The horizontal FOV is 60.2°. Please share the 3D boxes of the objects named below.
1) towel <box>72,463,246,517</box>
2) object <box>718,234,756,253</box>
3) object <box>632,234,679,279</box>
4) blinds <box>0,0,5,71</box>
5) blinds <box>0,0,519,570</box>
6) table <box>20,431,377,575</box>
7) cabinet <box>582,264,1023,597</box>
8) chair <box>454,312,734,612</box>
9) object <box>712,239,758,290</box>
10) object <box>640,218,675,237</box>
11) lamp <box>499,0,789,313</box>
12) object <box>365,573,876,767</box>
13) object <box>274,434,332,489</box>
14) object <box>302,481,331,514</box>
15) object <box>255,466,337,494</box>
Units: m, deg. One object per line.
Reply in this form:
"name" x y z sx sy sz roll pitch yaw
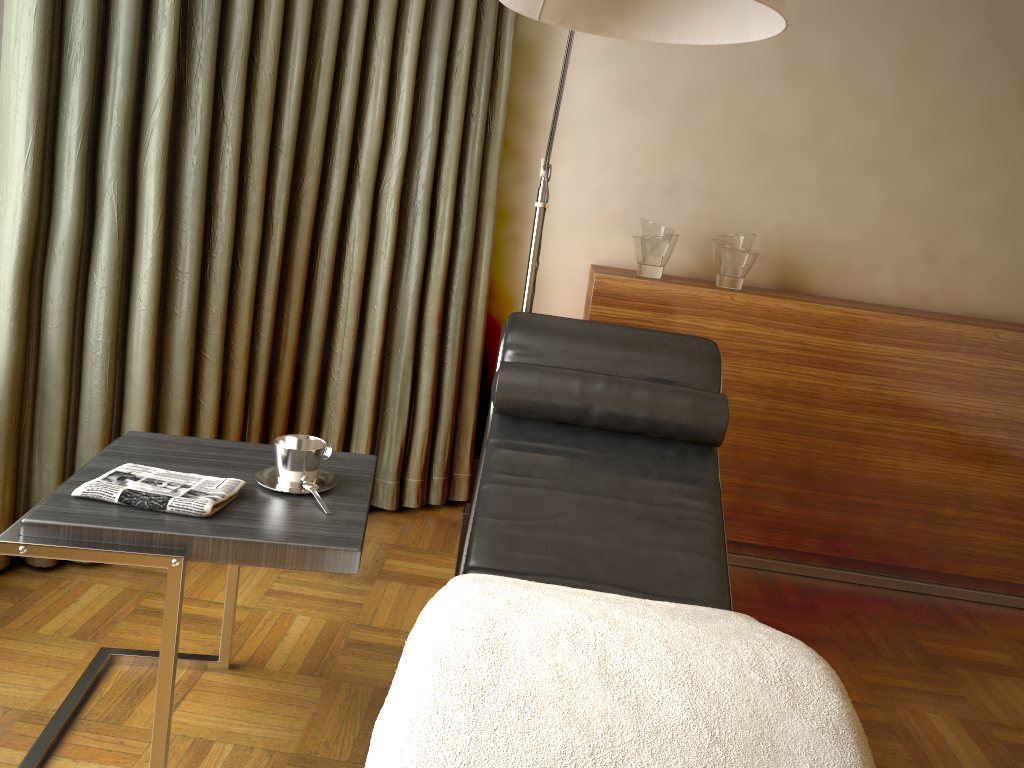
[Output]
"towel" -0.599 0.179 1.526 0.241 0.035 0.181 9 12 6
"object" 0.744 -0.437 2.957 0.122 0.148 0.124 5 10 -18
"object" 0.473 -0.438 2.972 0.156 0.152 0.157 0 13 -41
"blinds" -1.272 -0.466 1.004 0.092 2.263 2.224 8 9 1
"blinds" -0.614 -0.769 2.549 1.532 2.424 0.227 0 11 -43
"table" -0.522 0.201 1.624 0.517 0.044 0.507 6 12 -7
"cabinet" 1.047 0.141 3.053 1.674 0.853 0.420 8 8 2
"chair" 0.181 0.380 1.694 0.636 0.787 1.812 8 11 1
"object" 0.739 -0.399 2.962 0.155 0.152 0.158 7 10 -8
"object" 0.478 -0.475 2.967 0.122 0.148 0.124 5 9 -16
"lamp" 0.190 -0.215 1.910 0.452 1.944 1.431 9 9 5
"object" 0.117 0.631 1.188 0.917 0.514 0.921 8 11 2
"object" -0.400 0.145 1.663 0.098 0.077 0.112 8 10 3
"object" -0.348 0.200 1.578 0.029 0.019 0.125 2 13 -29
"object" -0.406 0.182 1.661 0.150 0.009 0.152 9 12 7
